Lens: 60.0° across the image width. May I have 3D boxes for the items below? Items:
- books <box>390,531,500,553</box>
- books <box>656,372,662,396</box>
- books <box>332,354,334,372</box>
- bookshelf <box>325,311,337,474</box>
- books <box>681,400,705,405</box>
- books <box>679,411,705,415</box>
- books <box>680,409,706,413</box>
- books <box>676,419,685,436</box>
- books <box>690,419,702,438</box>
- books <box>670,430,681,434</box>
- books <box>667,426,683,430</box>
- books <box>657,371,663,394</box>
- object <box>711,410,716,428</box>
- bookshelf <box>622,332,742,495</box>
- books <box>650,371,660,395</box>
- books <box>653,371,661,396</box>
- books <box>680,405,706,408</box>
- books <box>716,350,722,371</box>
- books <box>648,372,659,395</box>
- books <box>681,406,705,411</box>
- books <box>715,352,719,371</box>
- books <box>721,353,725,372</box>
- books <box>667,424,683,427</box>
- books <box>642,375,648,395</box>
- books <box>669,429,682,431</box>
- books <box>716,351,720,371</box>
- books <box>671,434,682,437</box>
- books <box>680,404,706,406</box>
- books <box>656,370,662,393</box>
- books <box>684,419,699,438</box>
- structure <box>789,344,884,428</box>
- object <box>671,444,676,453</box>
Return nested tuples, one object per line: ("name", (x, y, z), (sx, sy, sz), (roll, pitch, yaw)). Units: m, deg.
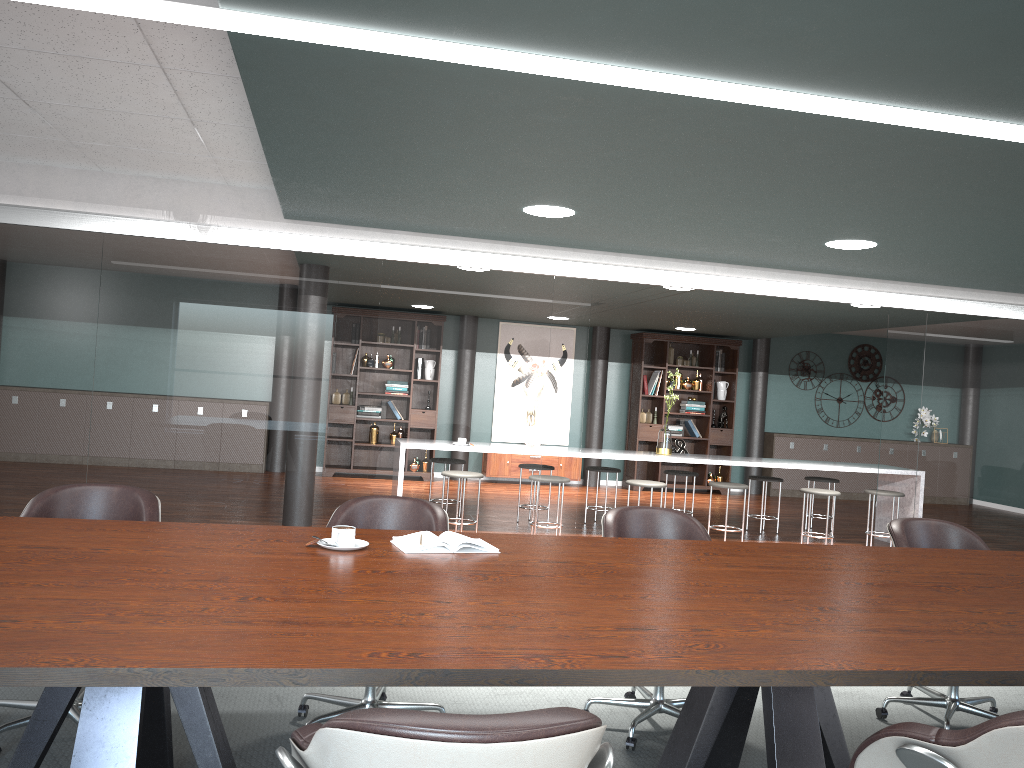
("books", (-0.197, 0.463, 2.603), (0.285, 0.032, 0.180), (4, 0, -21))
("books", (1.842, -0.007, 11.322), (0.063, 0.309, 0.210), (4, 0, -11))
("books", (-2.112, -0.247, 10.520), (0.042, 0.248, 0.194), (4, 0, -11))
("bookshelf", (-1.548, 0.129, 10.659), (1.339, 1.984, 0.482), (4, 0, -11))
("books", (2.336, 0.243, 11.437), (0.248, 0.042, 0.194), (4, 0, -11))
("books", (2.324, 0.374, 11.437), (0.268, 0.016, 0.205), (4, 0, -11))
("books", (2.328, 0.352, 11.438), (0.286, 0.027, 0.184), (4, 0, -11))
("books", (2.171, 0.564, 11.453), (0.063, 0.214, 0.139), (4, 0, -11))
("books", (2.335, 0.570, 11.418), (0.166, 0.228, 0.205), (4, 0, -11))
("books", (2.007, 0.610, 11.348), (0.248, 0.042, 0.194), (4, 0, -11))
("books", (2.033, 0.553, 11.353), (0.248, 0.042, 0.194), (4, 0, -11))
("books", (1.852, -0.012, 11.321), (0.062, 0.322, 0.197), (4, 0, -11))
("object", (2.607, 0.449, 11.455), (0.077, 0.228, 0.077), (4, 0, -29))
("bookshelf", (2.173, 0.385, 11.417), (1.339, 1.984, 0.482), (4, 0, -11))
("books", (1.808, -0.012, 11.316), (0.090, 0.316, 0.197), (4, 0, -11))
("books", (1.827, -0.008, 11.320), (0.063, 0.309, 0.210), (4, 0, -11))
("books", (2.330, 0.287, 11.437), (0.268, 0.016, 0.205), (4, 0, -11))
("books", (2.666, -0.300, 11.490), (0.027, 0.286, 0.184), (4, 0, -11))
("books", (1.782, -0.005, 11.317), (0.115, 0.296, 0.210), (4, 0, -11))
("books", (2.328, 0.316, 11.436), (0.248, 0.042, 0.194), (4, 0, -11))
("books", (2.612, -0.284, 11.479), (0.042, 0.248, 0.194), (4, 0, -11))
("books", (2.699, -0.278, 11.496), (0.042, 0.248, 0.194), (4, 0, -11))
("books", (2.024, 0.523, 11.351), (0.268, 0.016, 0.205), (4, 0, -11))
("books", (1.672, 0.012, 11.291), (0.084, 0.252, 0.194), (4, 0, -11))
("books", (2.008, 0.581, 11.348), (0.268, 0.016, 0.205), (4, 0, -11))
("books", (2.642, -0.293, 11.485), (0.016, 0.268, 0.205), (4, 0, -11))
("books", (2.006, 0.646, 11.349), (0.286, 0.027, 0.184), (4, 0, -11))
("books", (2.329, 0.271, 11.431), (0.268, 0.016, 0.205), (4, 0, -11))
("books", (1.837, -0.013, 11.319), (0.062, 0.322, 0.197), (4, 0, -11))
("books", (2.301, 0.569, 11.411), (0.176, 0.227, 0.194), (4, 0, -11))
("structure", (4.616, 0.019, 12.183), (1.791, 1.178, 0.017), (4, 0, -11))
("object", (1.974, 0.842, 11.294), (0.224, 0.238, 0.159), (4, 0, -11))
